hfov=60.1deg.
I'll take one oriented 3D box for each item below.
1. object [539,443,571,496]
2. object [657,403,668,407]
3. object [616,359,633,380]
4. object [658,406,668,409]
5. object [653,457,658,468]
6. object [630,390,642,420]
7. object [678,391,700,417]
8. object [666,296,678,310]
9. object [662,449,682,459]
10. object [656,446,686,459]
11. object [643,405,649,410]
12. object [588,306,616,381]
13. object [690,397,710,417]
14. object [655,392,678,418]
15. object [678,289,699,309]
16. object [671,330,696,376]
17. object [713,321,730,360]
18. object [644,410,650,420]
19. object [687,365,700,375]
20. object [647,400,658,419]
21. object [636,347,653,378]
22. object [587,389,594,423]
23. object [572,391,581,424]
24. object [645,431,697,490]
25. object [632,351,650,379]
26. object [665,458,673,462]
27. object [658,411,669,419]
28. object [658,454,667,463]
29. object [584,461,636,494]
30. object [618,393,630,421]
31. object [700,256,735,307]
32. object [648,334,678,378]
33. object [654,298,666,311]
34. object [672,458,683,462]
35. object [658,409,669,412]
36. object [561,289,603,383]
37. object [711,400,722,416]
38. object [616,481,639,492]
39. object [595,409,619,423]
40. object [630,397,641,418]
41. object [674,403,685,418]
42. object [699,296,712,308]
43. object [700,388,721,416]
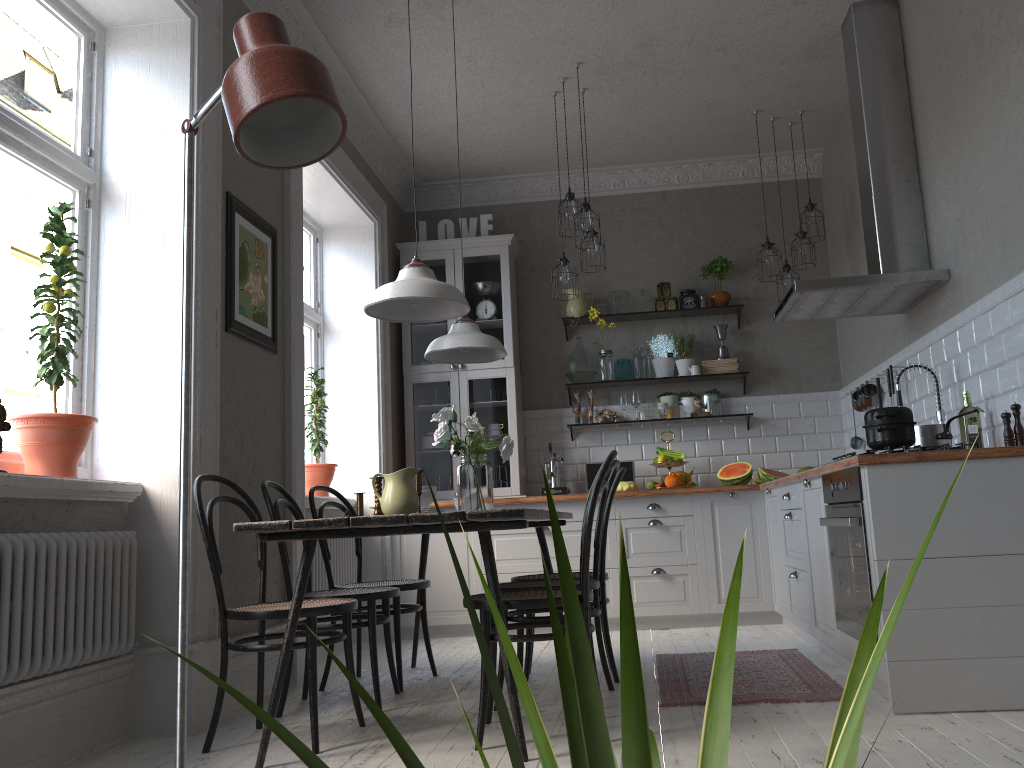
[{"bbox_3d":[0.288,0.608,6.170,0.205,0.370,0.355,-4,-9,7],"label":"object"},{"bbox_3d":[1.077,0.164,6.315,0.078,0.051,0.077,-2,-9,-8],"label":"object"},{"bbox_3d":[0.822,-0.092,6.505,0.125,0.172,0.127,-4,-9,10],"label":"object"},{"bbox_3d":[1.078,0.189,6.311,0.076,0.051,0.078,-7,-10,25],"label":"object"},{"bbox_3d":[1.029,0.545,6.161,0.096,0.078,0.100,-2,-9,-6],"label":"object"},{"bbox_3d":[0.892,0.156,6.345,0.082,0.217,0.081,-1,-9,-7],"label":"object"},{"bbox_3d":[1.285,0.153,6.433,0.170,0.214,0.150,-9,-11,36],"label":"object"},{"bbox_3d":[1.174,-0.574,6.482,0.082,0.113,0.084,-5,-9,16],"label":"object"},{"bbox_3d":[1.137,0.496,6.195,0.178,0.096,0.089,-7,-10,26],"label":"object"},{"bbox_3d":[1.099,0.477,6.132,0.209,0.101,0.067,-5,-9,12],"label":"object"},{"bbox_3d":[0.996,0.199,6.438,0.076,0.083,0.079,-7,-10,24],"label":"object"},{"bbox_3d":[0.653,-0.288,6.405,0.192,0.539,0.280,-2,-9,-1],"label":"object"},{"bbox_3d":[1.348,0.168,6.334,0.120,0.146,0.099,2,-10,-26],"label":"object"},{"bbox_3d":[1.129,0.157,6.439,0.158,0.216,0.154,0,-9,-14],"label":"object"},{"bbox_3d":[1.301,-0.605,6.525,0.141,0.174,0.143,-4,-9,6],"label":"object"},{"bbox_3d":[1.249,-0.232,6.430,0.188,0.380,0.166,3,-11,-32],"label":"object"},{"bbox_3d":[1.528,-0.309,6.438,0.131,0.287,0.130,-1,-9,-8],"label":"object"},{"bbox_3d":[0.998,0.232,6.433,0.076,0.083,0.079,-7,-10,24],"label":"object"},{"bbox_3d":[1.312,-0.095,6.337,0.104,0.071,0.064,-9,-11,36],"label":"object"},{"bbox_3d":[1.016,0.191,6.361,0.080,0.139,0.077,1,-10,-21],"label":"object"},{"bbox_3d":[0.974,-0.137,6.558,0.130,0.264,0.132,-5,-9,12],"label":"object"},{"bbox_3d":[0.577,0.169,6.456,0.052,0.264,0.063,-11,-12,42],"label":"object"},{"bbox_3d":[0.475,0.178,6.481,0.054,0.264,0.060,1,-10,-22],"label":"object"},{"bbox_3d":[1.091,0.537,6.151,0.354,0.425,0.350,-1,-9,-8],"label":"object"},{"bbox_3d":[0.931,-0.130,6.408,0.122,0.206,0.127,-8,-10,29],"label":"object"},{"bbox_3d":[1.076,0.539,6.096,0.063,0.061,0.067,-4,-9,6],"label":"object"},{"bbox_3d":[1.080,0.223,6.305,0.077,0.051,0.077,-3,-9,-1],"label":"object"},{"bbox_3d":[1.032,0.517,6.088,0.058,0.069,0.080,-7,-10,26],"label":"object"},{"bbox_3d":[0.689,0.666,6.209,0.350,0.226,0.088,-4,-9,5],"label":"object"},{"bbox_3d":[0.817,0.176,6.446,0.082,0.217,0.081,-1,-9,-7],"label":"object"},{"bbox_3d":[1.521,-0.737,6.475,0.256,0.397,0.245,-8,-11,31],"label":"object"},{"bbox_3d":[1.125,-0.204,6.491,0.241,0.354,0.238,-7,-10,24],"label":"object"},{"bbox_3d":[1.088,-0.568,6.494,0.082,0.113,0.083,-4,-9,6],"label":"object"},{"bbox_3d":[1.136,0.542,6.124,0.076,0.062,0.099,1,-10,-20],"label":"object"},{"bbox_3d":[1.079,0.206,6.308,0.077,0.051,0.077,-3,-9,-1],"label":"object"},{"bbox_3d":[0.484,-0.337,6.475,0.340,0.674,0.332,2,-10,-25],"label":"object"},{"bbox_3d":[1.454,0.175,6.304,0.078,0.108,0.078,-3,-9,0],"label":"object"},{"bbox_3d":[0.760,0.699,5.990,0.196,0.083,0.190,-4,-9,7],"label":"object"},{"bbox_3d":[0.679,0.233,6.410,0.179,0.111,0.095,0,-9,-16],"label":"object"},{"bbox_3d":[0.902,0.170,6.434,0.082,0.217,0.081,-1,-9,-7],"label":"object"},{"bbox_3d":[1.200,0.196,6.353,0.078,0.108,0.078,-3,-9,0],"label":"object"},{"bbox_3d":[1.400,-0.589,6.412,0.093,0.096,0.075,-4,-9,7],"label":"object"},{"bbox_3d":[1.450,0.144,6.425,0.158,0.213,0.153,-3,-9,4],"label":"object"}]
